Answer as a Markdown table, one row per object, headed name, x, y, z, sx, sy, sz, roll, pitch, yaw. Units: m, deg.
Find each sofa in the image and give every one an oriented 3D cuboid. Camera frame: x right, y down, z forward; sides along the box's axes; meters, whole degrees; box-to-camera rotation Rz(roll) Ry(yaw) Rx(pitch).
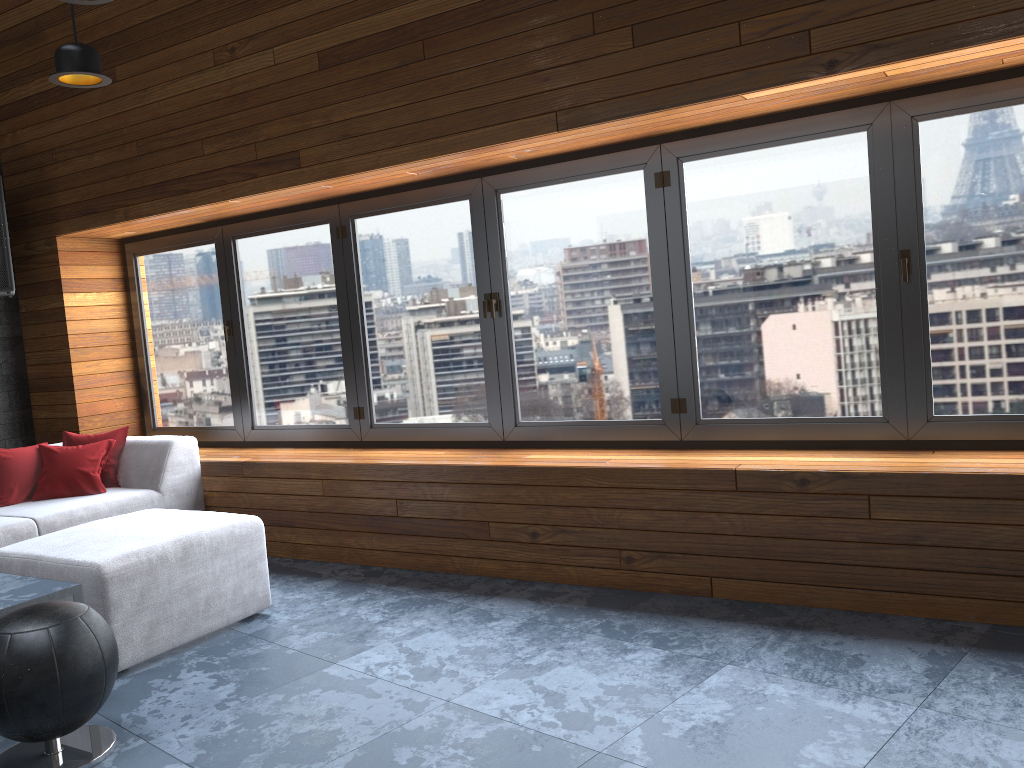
| name | x | y | z | sx | sy | sz | roll | pitch | yaw |
| --- | --- | --- | --- | --- | --- | --- | --- | --- | --- |
| sofa | -2.680 | 0.837 | 3.314 | 2.204 | 0.693 | 4.035 | -2 | 5 | 31 |

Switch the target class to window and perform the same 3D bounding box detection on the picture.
| name | x | y | z | sx | sy | sz | roll | pitch | yaw |
| --- | --- | --- | --- | --- | --- | --- | --- | --- | --- |
| window | -0.095 | -0.375 | 4.527 | 5.936 | 1.521 | 0.101 | -2 | 5 | 31 |

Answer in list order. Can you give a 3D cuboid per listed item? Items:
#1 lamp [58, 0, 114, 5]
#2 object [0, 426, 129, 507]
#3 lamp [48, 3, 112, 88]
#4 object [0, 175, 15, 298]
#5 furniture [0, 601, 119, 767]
| name | x | y | z | sx | sy | sz | roll | pitch | yaw |
| --- | --- | --- | --- | --- | --- | --- | --- | --- | --- |
| lamp | -1.379 | -2.131 | 2.605 | 0.210 | 1.911 | 0.210 | -6 | 4 | -21 |
| object | -2.483 | 0.462 | 4.896 | 0.528 | 0.354 | 0.742 | -2 | 5 | 31 |
| lamp | -1.656 | -2.101 | 3.159 | 0.210 | 2.002 | 0.210 | -6 | 4 | -21 |
| object | -3.263 | -0.065 | 5.334 | 0.639 | 2.298 | 0.686 | -6 | 4 | -20 |
| furniture | -1.383 | 0.890 | 2.636 | 0.401 | 0.462 | 0.402 | -6 | 4 | -19 |
